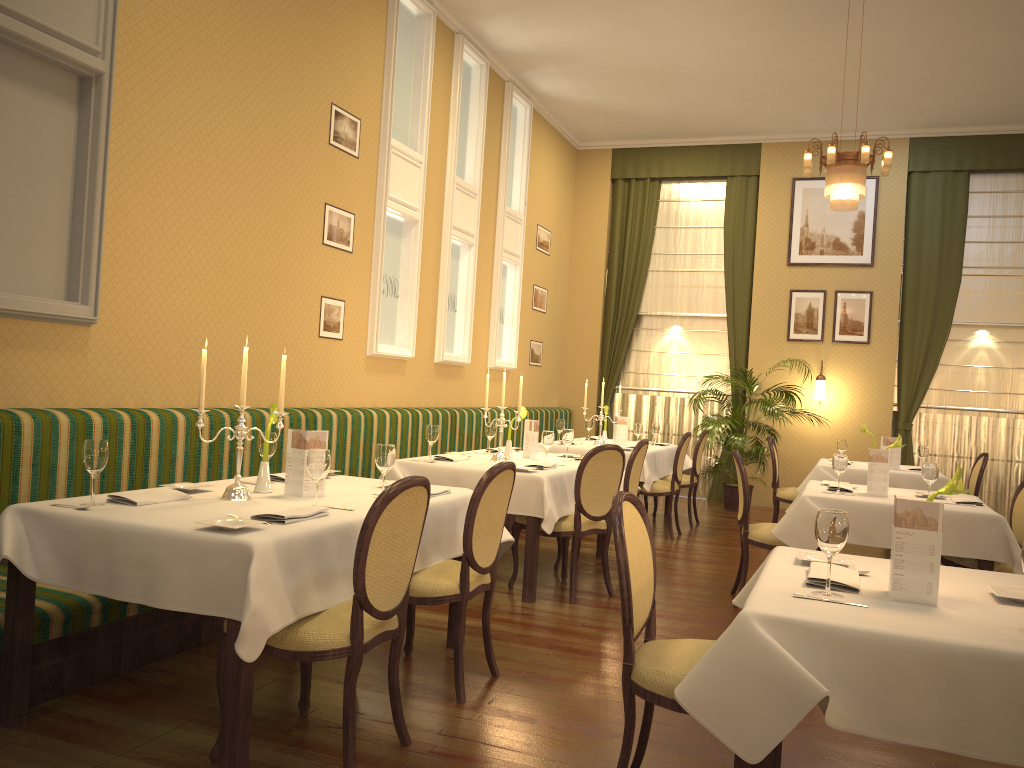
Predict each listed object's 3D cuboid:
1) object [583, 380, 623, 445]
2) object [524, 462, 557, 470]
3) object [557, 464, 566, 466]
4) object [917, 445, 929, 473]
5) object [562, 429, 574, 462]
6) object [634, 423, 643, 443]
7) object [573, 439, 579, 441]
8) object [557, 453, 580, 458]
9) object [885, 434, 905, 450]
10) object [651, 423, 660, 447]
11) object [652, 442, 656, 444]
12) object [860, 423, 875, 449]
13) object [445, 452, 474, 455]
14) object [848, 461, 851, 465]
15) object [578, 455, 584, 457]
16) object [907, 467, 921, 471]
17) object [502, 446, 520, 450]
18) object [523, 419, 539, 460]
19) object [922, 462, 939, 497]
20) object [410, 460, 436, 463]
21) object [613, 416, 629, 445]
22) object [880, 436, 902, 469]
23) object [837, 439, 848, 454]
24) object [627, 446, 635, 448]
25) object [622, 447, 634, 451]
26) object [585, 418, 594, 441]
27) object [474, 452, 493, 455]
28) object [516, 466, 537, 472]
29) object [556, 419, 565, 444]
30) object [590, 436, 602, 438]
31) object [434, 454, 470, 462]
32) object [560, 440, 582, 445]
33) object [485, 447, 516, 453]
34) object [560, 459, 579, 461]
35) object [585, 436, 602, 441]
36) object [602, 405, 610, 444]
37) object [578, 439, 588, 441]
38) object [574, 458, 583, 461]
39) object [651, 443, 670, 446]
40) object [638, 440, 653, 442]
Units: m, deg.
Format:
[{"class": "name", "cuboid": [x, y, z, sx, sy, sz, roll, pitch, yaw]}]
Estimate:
[{"class": "object", "cuboid": [0.851, 0.258, 8.419, 0.390, 0.655, 0.131, 4, 0, 27]}, {"class": "object", "cuboid": [0.179, 0.521, 5.647, 0.142, 0.033, 0.273, 4, 0, 21]}, {"class": "object", "cuboid": [0.268, 0.536, 5.927, 0.185, 0.010, 0.017, 4, 0, 21]}, {"class": "object", "cuboid": [3.437, 0.629, 7.423, 0.088, 0.229, 0.088, 4, 0, -21]}, {"class": "object", "cuboid": [0.391, 0.435, 6.282, 0.088, 0.229, 0.088, 4, 0, -21]}, {"class": "object", "cuboid": [1.185, 0.489, 8.357, 0.088, 0.229, 0.088, 4, 0, -21]}, {"class": "object", "cuboid": [0.587, 0.555, 8.666, 0.160, 0.024, 0.160, 4, 0, 21]}, {"class": "object", "cuboid": [0.424, 0.541, 6.682, 0.160, 0.024, 0.160, 4, 0, 21]}, {"class": "object", "cuboid": [2.265, 0.479, 5.329, 0.163, 0.375, 0.076, 4, 0, -2]}, {"class": "object", "cuboid": [1.416, 0.504, 8.774, 0.088, 0.229, 0.088, 4, 0, -21]}, {"class": "object", "cuboid": [1.543, 0.620, 9.264, 0.181, 0.015, 0.038, 4, 0, 22]}, {"class": "object", "cuboid": [3.171, 0.540, 7.865, 0.163, 0.375, 0.076, 4, 0, 43]}, {"class": "object", "cuboid": [-0.366, 0.490, 6.141, 0.160, 0.024, 0.160, 4, 0, 21]}, {"class": "object", "cuboid": [2.966, 0.701, 7.958, 0.142, 0.033, 0.273, 4, 0, 21]}, {"class": "object", "cuboid": [0.589, 0.556, 6.740, 0.181, 0.015, 0.038, 4, 0, 22]}, {"class": "object", "cuboid": [3.543, 0.741, 7.766, 0.142, 0.024, 0.273, 4, 0, 21]}, {"class": "object", "cuboid": [-0.018, 0.514, 7.011, 0.160, 0.024, 0.160, 4, 0, 21]}, {"class": "object", "cuboid": [0.148, 0.398, 6.335, 0.081, 0.277, 0.166, 4, 0, -18]}, {"class": "object", "cuboid": [2.339, 0.556, 4.967, 0.088, 0.229, 0.088, 4, 0, -27]}, {"class": "object", "cuboid": [-0.555, 0.481, 5.564, 0.181, 0.015, 0.038, 4, 0, 22]}, {"class": "object", "cuboid": [1.054, 0.459, 8.768, 0.166, 0.277, 0.081, 4, 0, 37]}, {"class": "object", "cuboid": [3.271, 0.597, 7.670, 0.166, 0.277, 0.081, 4, 0, 27]}, {"class": "object", "cuboid": [2.889, 0.595, 7.770, 0.088, 0.229, 0.088, 4, 0, -21]}, {"class": "object", "cuboid": [1.133, 0.586, 8.172, 0.142, 0.033, 0.273, 4, 0, 21]}, {"class": "object", "cuboid": [1.015, 0.581, 7.874, 0.160, 0.024, 0.160, 4, 0, 21]}, {"class": "object", "cuboid": [0.792, 0.465, 9.085, 0.088, 0.229, 0.088, 4, 0, -21]}, {"class": "object", "cuboid": [-0.190, 0.508, 6.479, 0.185, 0.010, 0.017, 4, 0, 22]}, {"class": "object", "cuboid": [0.061, 0.516, 5.350, 0.160, 0.024, 0.160, 4, 0, 21]}, {"class": "object", "cuboid": [0.441, 0.441, 8.170, 0.088, 0.229, 0.088, 4, 0, -21]}, {"class": "object", "cuboid": [0.936, 0.578, 9.536, 0.160, 0.024, 0.160, 4, 0, 21]}, {"class": "object", "cuboid": [-0.393, 0.485, 5.828, 0.142, 0.033, 0.273, 4, 0, 21]}, {"class": "object", "cuboid": [0.561, 0.550, 8.353, 0.142, 0.033, 0.273, 4, 0, 21]}, {"class": "object", "cuboid": [-0.085, 0.506, 6.748, 0.142, 0.033, 0.273, 4, 0, 21]}, {"class": "object", "cuboid": [0.433, 0.547, 6.363, 0.185, 0.010, 0.017, 4, 0, 21]}, {"class": "object", "cuboid": [0.869, 0.571, 9.273, 0.142, 0.033, 0.273, 4, 0, 21]}, {"class": "object", "cuboid": [0.921, 0.400, 8.742, 0.076, 0.375, 0.163, 4, 0, 8]}, {"class": "object", "cuboid": [0.763, 0.573, 9.004, 0.185, 0.010, 0.017, 4, 0, 22]}, {"class": "object", "cuboid": [0.562, 0.551, 6.517, 0.142, 0.024, 0.273, 4, 0, 21]}, {"class": "object", "cuboid": [1.516, 0.616, 9.041, 0.142, 0.024, 0.273, 4, 0, 21]}, {"class": "object", "cuboid": [1.377, 0.606, 9.206, 0.160, 0.024, 0.160, 4, 0, 21]}]
